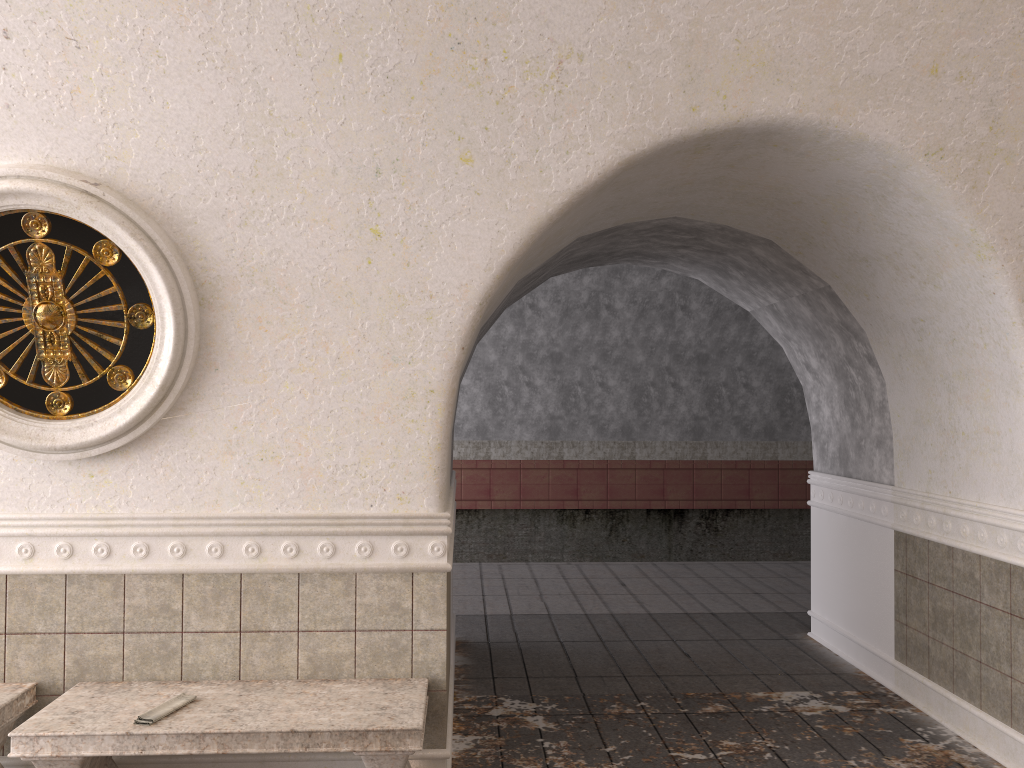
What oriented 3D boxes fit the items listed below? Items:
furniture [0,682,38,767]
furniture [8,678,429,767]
[{"bbox_3d":[-2.785,1.530,3.483,1.509,0.508,0.613,0,-1,-3],"label":"furniture"},{"bbox_3d":[-1.106,1.541,3.575,1.509,0.508,0.613,0,-1,-3],"label":"furniture"}]
